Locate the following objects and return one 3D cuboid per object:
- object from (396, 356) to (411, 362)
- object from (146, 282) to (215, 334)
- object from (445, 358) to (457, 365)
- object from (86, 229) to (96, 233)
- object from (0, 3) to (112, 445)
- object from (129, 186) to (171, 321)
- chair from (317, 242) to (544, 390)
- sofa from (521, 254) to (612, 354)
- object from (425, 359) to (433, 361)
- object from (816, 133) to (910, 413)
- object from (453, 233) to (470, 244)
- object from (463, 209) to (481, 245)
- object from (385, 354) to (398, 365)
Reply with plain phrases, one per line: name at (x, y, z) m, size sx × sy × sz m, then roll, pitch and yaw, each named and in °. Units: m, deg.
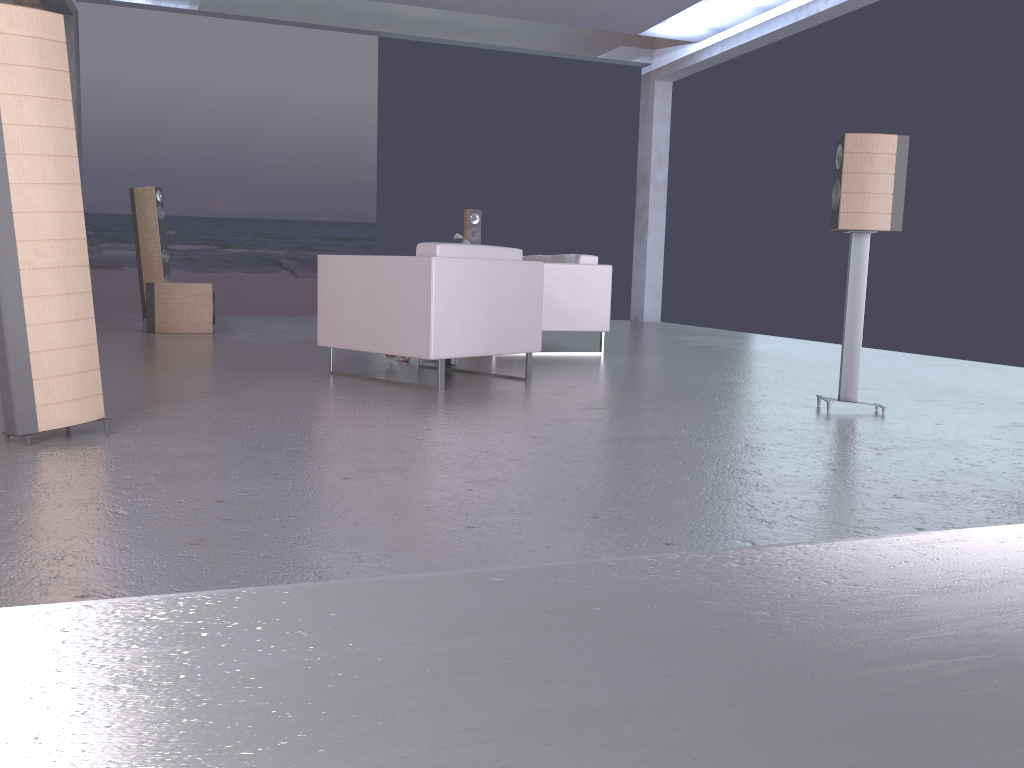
object at (-0.736, -0.202, 6.293) m, size 0.235 × 0.087 × 0.079 m, roll 7°, pitch 9°, yaw 38°
object at (-3.142, -0.727, 8.423) m, size 0.604 × 0.459 × 0.514 m, roll -1°, pitch 7°, yaw -19°
object at (-0.432, -0.350, 6.142) m, size 0.109 × 0.435 × 0.109 m, roll 3°, pitch 7°, yaw 8°
object at (-3.765, -0.886, 7.525) m, size 0.360 × 0.958 × 0.818 m, roll -1°, pitch 7°, yaw -19°
object at (-1.672, -0.531, 3.076) m, size 0.244 × 1.473 × 0.444 m, roll 5°, pitch 8°, yaw 26°
object at (-3.996, -1.436, 9.821) m, size 0.444 × 1.469 × 0.244 m, roll 2°, pitch 7°, yaw 6°
chair at (-0.502, -0.441, 5.376) m, size 1.026 × 0.808 × 0.936 m, roll 8°, pitch 9°, yaw 41°
sofa at (-0.050, -0.788, 8.204) m, size 1.026 × 0.824 × 2.353 m, roll -1°, pitch 7°, yaw -19°
object at (-0.548, -0.203, 6.349) m, size 0.079 × 0.087 × 0.235 m, roll -4°, pitch 9°, yaw -41°
object at (1.749, -0.541, 4.424) m, size 0.333 × 1.363 × 0.243 m, roll 3°, pitch 7°, yaw 12°
object at (-0.410, -1.090, 9.604) m, size 0.387 × 1.051 × 0.400 m, roll 4°, pitch 7°, yaw 19°
object at (-0.494, -1.359, 10.484) m, size 0.243 × 1.363 × 0.333 m, roll 0°, pitch 7°, yaw -13°
object at (-0.823, -0.248, 6.061) m, size 0.091 × 0.233 × 0.091 m, roll 3°, pitch 7°, yaw 9°
